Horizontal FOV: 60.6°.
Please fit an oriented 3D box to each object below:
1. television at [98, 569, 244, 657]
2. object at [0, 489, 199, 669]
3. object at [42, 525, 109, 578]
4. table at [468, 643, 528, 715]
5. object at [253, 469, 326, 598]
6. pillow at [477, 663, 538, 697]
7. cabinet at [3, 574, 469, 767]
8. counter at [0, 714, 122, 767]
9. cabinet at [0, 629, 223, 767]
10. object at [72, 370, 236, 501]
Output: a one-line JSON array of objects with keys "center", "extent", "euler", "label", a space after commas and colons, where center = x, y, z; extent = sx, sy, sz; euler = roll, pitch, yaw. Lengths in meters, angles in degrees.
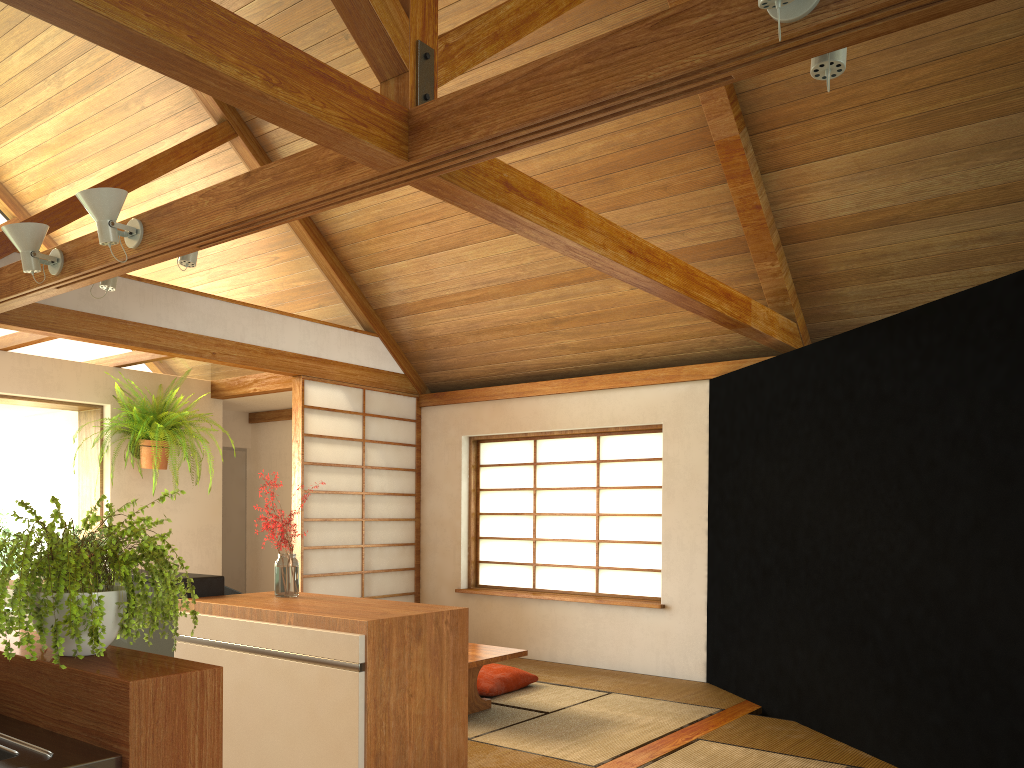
[{"center": [-1.408, 1.075, 3.761], "extent": [0.687, 0.537, 0.459], "euler": [-3, -5, 37], "label": "television"}, {"center": [-0.877, 0.389, 1.789], "extent": [0.427, 0.349, 0.528], "euler": [3, -6, -28], "label": "object"}, {"center": [-2.248, 0.910, 4.484], "extent": [0.494, 0.375, 0.582], "euler": [1, -6, -3], "label": "object"}, {"center": [-0.588, 1.628, 4.900], "extent": [1.290, 0.335, 0.564], "euler": [-6, -9, 37], "label": "table"}, {"center": [-0.886, 0.580, 3.394], "extent": [0.242, 0.499, 0.221], "euler": [-1, -1, 43], "label": "object"}, {"center": [-0.218, 1.815, 5.428], "extent": [0.602, 0.131, 0.523], "euler": [-6, -10, 36], "label": "pillow"}, {"center": [-1.427, 1.246, 3.739], "extent": [2.843, 0.736, 0.521], "euler": [-6, -6, 38], "label": "cabinet"}, {"center": [-1.642, 0.559, 0.740], "extent": [0.662, 0.168, 2.426], "euler": [-5, -10, 36], "label": "counter"}, {"center": [-1.664, 0.849, 0.875], "extent": [0.900, 0.875, 2.613], "euler": [-3, -8, 36], "label": "cabinet"}, {"center": [-2.682, 0.412, 6.754], "extent": [1.124, 1.124, 1.204], "euler": [-2, -5, 30], "label": "object"}]
